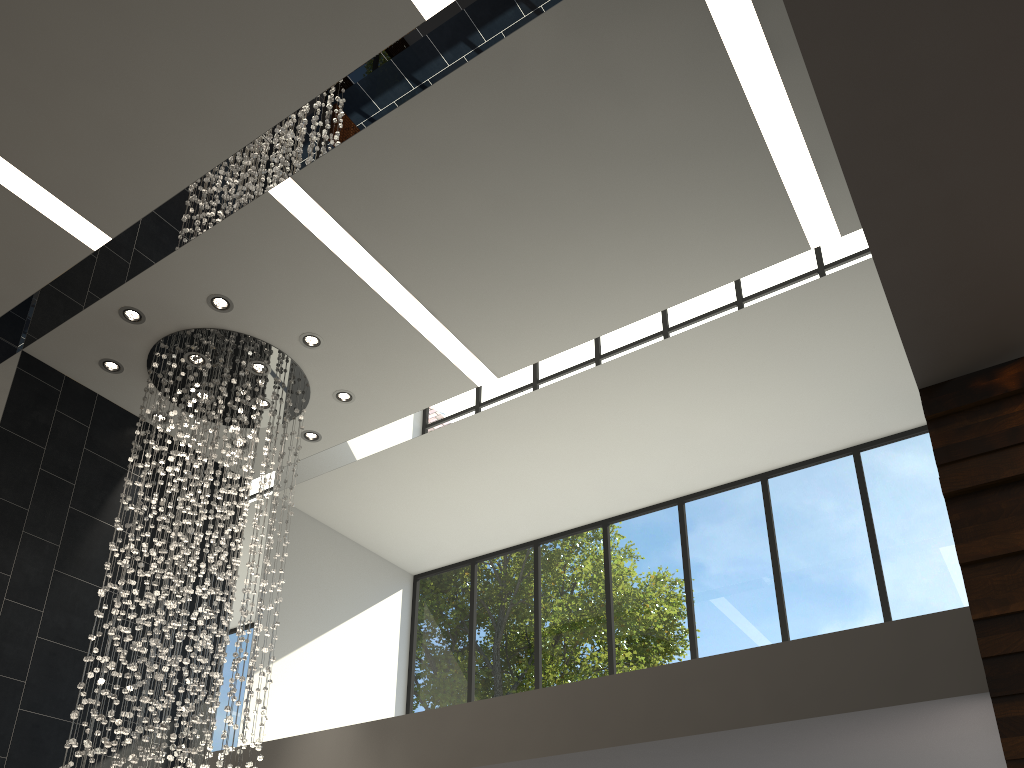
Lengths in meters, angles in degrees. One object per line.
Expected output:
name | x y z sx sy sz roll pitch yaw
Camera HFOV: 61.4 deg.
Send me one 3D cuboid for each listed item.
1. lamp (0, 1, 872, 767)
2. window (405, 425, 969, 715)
lamp | -3.842 -37.816 18.392 410.946 103.412 430.299 19 -39 -25
window | 0.739 3.125 7.011 6.345 5.399 2.524 -20 -34 29
